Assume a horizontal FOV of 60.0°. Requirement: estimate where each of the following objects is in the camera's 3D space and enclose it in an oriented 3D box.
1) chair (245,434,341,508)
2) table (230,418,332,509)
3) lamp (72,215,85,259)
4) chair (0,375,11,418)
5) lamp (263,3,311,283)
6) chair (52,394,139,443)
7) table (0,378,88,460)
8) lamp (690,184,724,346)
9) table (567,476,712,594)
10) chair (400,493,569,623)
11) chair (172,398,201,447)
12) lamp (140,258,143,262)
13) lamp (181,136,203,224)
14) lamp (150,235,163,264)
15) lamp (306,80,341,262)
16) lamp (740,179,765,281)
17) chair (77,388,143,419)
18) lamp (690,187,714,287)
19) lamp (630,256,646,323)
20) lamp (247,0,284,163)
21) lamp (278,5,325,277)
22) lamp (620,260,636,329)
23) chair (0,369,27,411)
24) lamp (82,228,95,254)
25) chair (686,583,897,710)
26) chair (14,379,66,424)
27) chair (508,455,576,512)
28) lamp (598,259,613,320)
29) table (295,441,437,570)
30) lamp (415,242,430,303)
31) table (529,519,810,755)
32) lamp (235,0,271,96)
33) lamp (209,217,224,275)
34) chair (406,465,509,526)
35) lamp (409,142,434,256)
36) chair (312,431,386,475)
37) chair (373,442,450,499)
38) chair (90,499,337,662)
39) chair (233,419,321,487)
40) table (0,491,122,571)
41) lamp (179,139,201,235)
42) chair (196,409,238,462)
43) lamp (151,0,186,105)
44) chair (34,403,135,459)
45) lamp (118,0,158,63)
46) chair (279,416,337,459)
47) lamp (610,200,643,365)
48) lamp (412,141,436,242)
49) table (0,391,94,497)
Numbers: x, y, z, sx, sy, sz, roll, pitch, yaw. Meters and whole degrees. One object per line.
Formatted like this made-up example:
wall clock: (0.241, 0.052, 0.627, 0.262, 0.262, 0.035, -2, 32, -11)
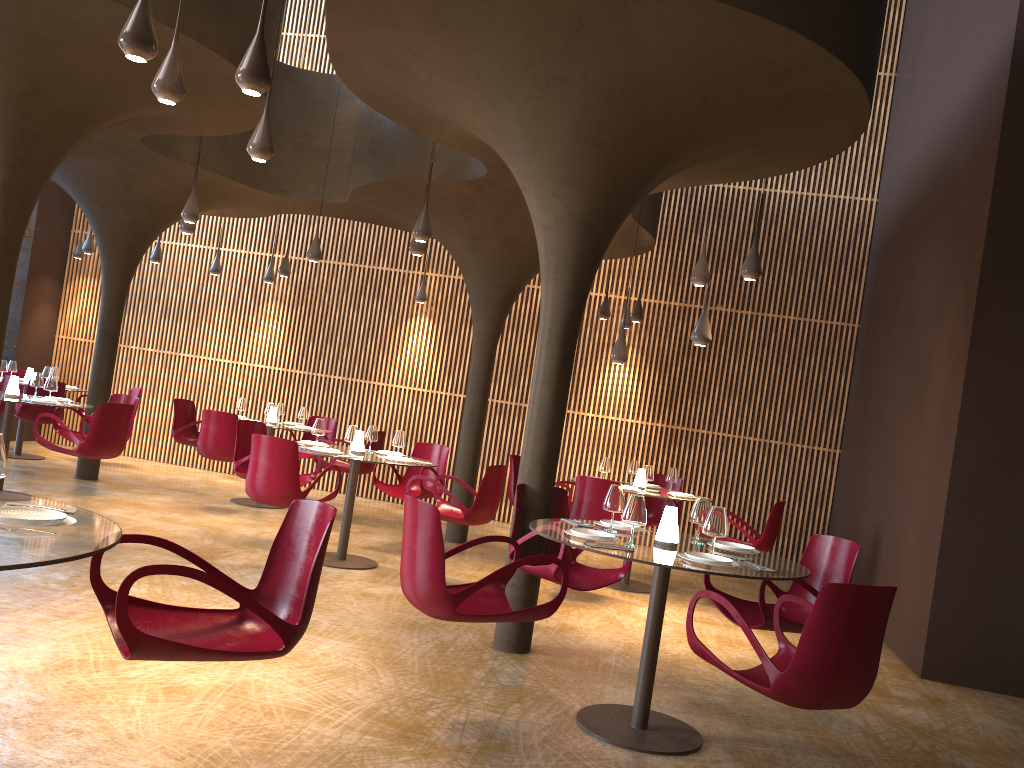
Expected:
chair: (-2.012, 0.794, 8.045, 0.624, 0.636, 0.874, 8, -1, 16)
table: (-3.430, 1.108, 12.307, 1.670, 1.130, 1.675, 8, -1, 21)
lamp: (-7.178, -5.313, 15.622, 0.195, 6.276, 0.196, 8, 0, 36)
chair: (-7.044, 0.153, 11.607, 0.874, 0.636, 0.624, 9, -1, -39)
lamp: (-3.628, -4.805, 14.914, 0.195, 6.276, 0.196, 8, 0, 36)
chair: (-5.106, 0.423, 10.989, 0.624, 0.636, 0.874, 8, -1, 21)
table: (-7.456, 0.544, 13.509, 1.675, 1.130, 1.669, 9, -2, -37)
lamp: (2.224, -3.464, 8.317, 0.196, 6.276, 0.195, 9, 0, -34)
table: (1.376, 1.762, 10.210, 1.669, 1.130, 1.675, 8, -2, 31)
chair: (-0.207, 0.965, 4.856, 0.874, 0.636, 0.624, 9, -1, -26)
chair: (-4.366, 0.581, 12.498, 0.871, 0.636, 0.626, 8, -1, 16)
lamp: (-5.819, -5.134, 14.836, 0.196, 6.276, 0.196, 9, 0, -4)
lamp: (-3.090, -4.884, 9.779, 0.196, 6.276, 0.195, 9, 0, -44)
lamp: (-5.340, -5.075, 14.452, 0.195, 6.276, 0.196, 8, 0, 26)
lamp: (-2.099, -4.684, 11.441, 0.195, 6.276, 0.196, 8, 0, 26)
lamp: (2.672, -4.070, 8.243, 0.196, 6.276, 0.195, 9, 0, -34)
chair: (-6.421, 0.326, 14.188, 0.874, 0.636, 0.624, 9, -1, -39)
lamp: (2.355, -4.095, 8.977, 0.196, 6.276, 0.195, 9, 0, -34)
lamp: (2.244, -3.994, 12.745, 0.195, 6.276, 0.196, 8, 0, 26)
lamp: (-1.377, -4.731, 6.463, 0.196, 6.276, 0.195, 9, 0, -44)
lamp: (-3.046, -4.757, 13.646, 0.195, 6.276, 0.196, 8, 0, 26)
lamp: (2.224, -3.965, 13.771, 0.195, 6.276, 0.196, 8, 0, 36)
chair: (-8.040, 0.088, 14.301, 0.626, 0.636, 0.871, 9, -1, -34)
lamp: (-6.520, -5.247, 14.599, 0.195, 6.276, 0.196, 8, 0, 36)
chair: (1.354, 1.179, 4.255, 0.626, 0.636, 0.871, 9, -1, -26)
chair: (-6.670, 0.237, 12.518, 0.626, 0.636, 0.871, 9, -1, -39)
chair: (0.358, 1.228, 10.614, 0.871, 0.636, 0.626, 8, -1, 17)
lamp: (1.805, -4.052, 13.015, 0.195, 6.276, 0.196, 8, 0, 26)
table: (-1.682, 1.271, 9.135, 1.669, 1.130, 1.675, 8, -1, 31)
lamp: (-1.027, -4.430, 14.466, 0.195, 6.276, 0.196, 8, 0, 26)
table: (0.849, 1.532, 5.363, 1.674, 1.130, 1.670, 9, -1, -21)
lamp: (-0.984, -4.719, 4.935, 0.196, 6.276, 0.196, 9, 0, -4)
lamp: (-4.534, -4.940, 14.917, 0.195, 6.276, 0.196, 8, 0, 26)
chair: (-0.503, 1.038, 8.645, 0.871, 0.636, 0.626, 8, -1, 21)
lamp: (-0.576, -4.511, 9.692, 0.196, 6.276, 0.195, 9, 0, -44)
chair: (-2.184, 0.892, 12.022, 0.872, 0.636, 0.625, 8, -1, 11)
chair: (-1.113, 0.996, 10.217, 0.624, 0.636, 0.874, 8, -1, 21)
chair: (-1.191, 0.779, 3.606, 0.874, 0.636, 0.624, 9, -1, -34)
chair: (-2.570, 0.756, 9.497, 0.871, 0.636, 0.626, 8, -1, 26)
table: (-2.289, 0.988, 2.957, 1.675, 1.130, 1.670, 9, -1, -28)
lamp: (-3.451, -4.910, 10.671, 0.196, 6.276, 0.195, 9, 0, -44)
chair: (-3.567, 0.659, 11.166, 0.624, 0.636, 0.873, 8, -1, 6)
lamp: (-1.614, -4.801, 5.349, 0.195, 6.276, 0.196, 8, 0, 36)
chair: (-4.496, 0.466, 9.417, 0.871, 0.636, 0.626, 8, -1, 21)
lamp: (-1.505, -4.806, 4.656, 0.196, 6.276, 0.196, 9, 0, -4)
chair: (-3.055, 0.807, 13.463, 0.624, 0.636, 0.873, 8, -1, 11)
lamp: (1.582, -3.316, 9.365, 0.196, 6.276, 0.195, 9, 0, -34)
lamp: (-0.441, -4.518, 8.800, 0.196, 6.276, 0.195, 9, 0, -44)
table: (-5.675, 0.698, 9.907, 1.669, 1.130, 1.675, 8, -1, 31)
